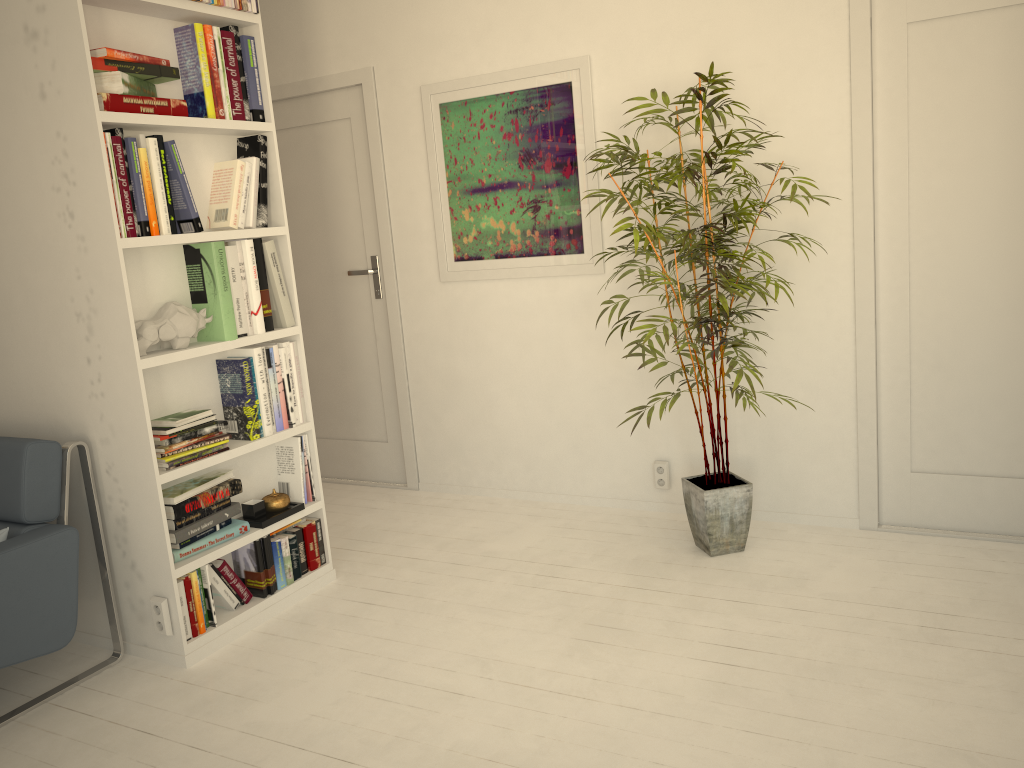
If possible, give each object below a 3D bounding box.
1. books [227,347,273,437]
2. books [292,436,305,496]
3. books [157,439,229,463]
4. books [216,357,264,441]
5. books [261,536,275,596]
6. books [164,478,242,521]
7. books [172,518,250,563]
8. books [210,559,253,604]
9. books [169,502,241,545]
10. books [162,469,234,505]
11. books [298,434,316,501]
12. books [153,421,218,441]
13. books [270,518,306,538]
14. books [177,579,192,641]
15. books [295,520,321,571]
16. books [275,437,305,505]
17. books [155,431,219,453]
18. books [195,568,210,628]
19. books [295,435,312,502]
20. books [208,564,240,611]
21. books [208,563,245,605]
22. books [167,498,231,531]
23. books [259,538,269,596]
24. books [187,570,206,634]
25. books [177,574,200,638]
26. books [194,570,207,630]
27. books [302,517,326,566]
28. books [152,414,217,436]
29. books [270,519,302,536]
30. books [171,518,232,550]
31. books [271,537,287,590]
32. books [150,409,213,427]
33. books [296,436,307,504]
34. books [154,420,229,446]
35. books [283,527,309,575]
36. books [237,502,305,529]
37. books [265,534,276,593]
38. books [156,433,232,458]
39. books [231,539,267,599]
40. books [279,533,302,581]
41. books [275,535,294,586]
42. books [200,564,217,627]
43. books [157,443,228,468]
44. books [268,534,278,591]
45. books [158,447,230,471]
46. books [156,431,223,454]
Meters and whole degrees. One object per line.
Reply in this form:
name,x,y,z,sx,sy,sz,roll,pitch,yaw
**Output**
books,-0.963,0.026,3.130,0.241,0.311,0.037,1,12,29
books,-0.859,0.319,3.318,0.198,0.255,0.030,1,12,29
books,-1.075,0.211,2.881,0.171,0.009,0.248,2,13,32
books,-0.975,0.050,3.087,0.200,0.283,0.058,1,12,29
books,-0.933,0.633,3.141,0.202,0.214,0.015,1,12,29
books,-1.063,0.373,2.926,0.185,0.047,0.285,1,12,29
books,-1.060,0.514,2.961,0.204,0.038,0.297,2,13,34
books,-0.993,0.672,3.041,0.136,0.188,0.131,1,12,29
books,-1.060,0.453,2.928,0.165,0.039,0.297,0,12,24
books,-1.077,0.336,2.929,0.162,0.024,0.297,-1,11,20
books,-0.825,0.311,3.338,0.181,0.257,0.007,1,12,29
books,-1.092,0.146,2.856,0.169,0.010,0.222,2,13,32
books,-0.874,0.526,3.264,0.130,0.011,0.193,1,12,29
books,-1.115,0.718,2.838,0.185,0.199,0.039,1,12,29
books,-0.825,0.602,3.352,0.202,0.179,0.056,1,12,29
books,-0.862,0.321,3.309,0.209,0.256,0.034,1,12,29
books,-1.074,0.182,2.860,0.120,0.012,0.238,0,12,24
books,-1.078,0.690,2.916,0.174,0.215,0.021,1,12,29
books,-0.839,0.313,3.338,0.184,0.256,0.008,1,12,29
books,-1.024,0.678,2.987,0.134,0.200,0.136,1,12,29
books,-1.004,0.675,3.010,0.118,0.192,0.118,1,12,29
books,-1.066,0.419,2.917,0.143,0.039,0.248,0,12,26
books,-0.952,0.636,3.134,0.202,0.214,0.015,1,12,29
books,-1.081,0.699,2.881,0.185,0.210,0.020,1,12,29
books,-1.096,0.707,2.864,0.187,0.206,0.026,1,12,29
books,-1.085,0.697,2.902,0.193,0.206,0.012,1,12,29
books,-0.820,0.595,3.399,0.230,0.176,0.032,1,12,29
books,-1.095,0.130,2.869,0.165,0.017,0.212,0,12,27
books,-0.865,0.520,3.242,0.103,0.006,0.165,1,12,29
books,-1.075,0.485,2.934,0.168,0.024,0.242,0,12,24
books,-0.921,0.639,3.205,0.224,0.179,0.044,1,12,29
books,-1.073,0.110,2.866,0.127,0.019,0.166,-1,11,22
books,-0.823,0.318,3.309,0.130,0.258,0.033,1,12,29
books,-1.077,0.155,2.899,0.163,0.025,0.236,3,13,36
books,-0.868,0.617,3.317,0.221,0.170,0.050,1,12,29
books,-0.864,0.466,3.175,0.130,0.023,0.215,1,12,29
books,-0.932,0.630,3.157,0.202,0.214,0.015,1,12,29
books,-1.087,0.194,2.913,0.197,0.014,0.255,3,14,39
books,-0.952,0.639,3.118,0.202,0.214,0.015,1,12,29
books,-0.879,0.631,3.269,0.209,0.163,0.048,1,12,29
books,-0.899,0.633,3.234,0.222,0.176,0.032,1,12,29
books,-1.058,0.687,2.922,0.193,0.215,0.010,1,12,29
books,-1.073,0.226,2.869,0.173,0.014,0.247,1,12,28
books,-0.930,0.627,3.173,0.202,0.214,0.015,1,12,29
books,-1.071,0.236,2.877,0.170,0.009,0.247,2,13,32
books,-1.081,0.188,2.884,0.135,0.008,0.250,0,12,26
